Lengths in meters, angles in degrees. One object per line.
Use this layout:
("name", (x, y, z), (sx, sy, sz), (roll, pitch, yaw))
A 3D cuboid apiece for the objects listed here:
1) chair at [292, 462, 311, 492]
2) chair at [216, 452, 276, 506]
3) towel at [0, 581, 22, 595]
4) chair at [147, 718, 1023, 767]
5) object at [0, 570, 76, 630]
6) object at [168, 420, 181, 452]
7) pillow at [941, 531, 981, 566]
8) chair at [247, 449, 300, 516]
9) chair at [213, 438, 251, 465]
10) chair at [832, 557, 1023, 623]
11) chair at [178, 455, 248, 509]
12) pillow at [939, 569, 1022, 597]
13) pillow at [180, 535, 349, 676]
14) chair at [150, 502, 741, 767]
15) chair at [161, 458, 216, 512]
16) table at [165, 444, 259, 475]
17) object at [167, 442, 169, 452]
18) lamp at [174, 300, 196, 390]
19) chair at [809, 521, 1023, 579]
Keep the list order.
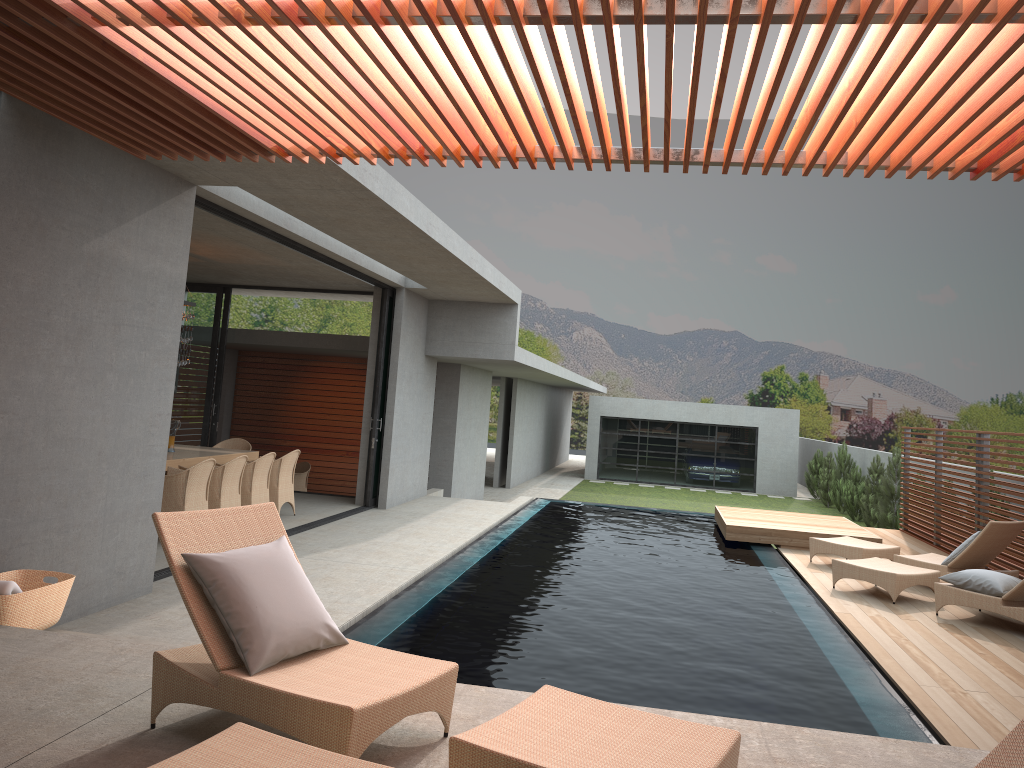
("chair", (-4.076, 1.867, 16.254), (0.617, 0.870, 0.625), (0, -6, 40))
("chair", (-3.187, 1.222, 10.543), (0.630, 0.870, 0.612), (3, -4, 10))
("towel", (-2.906, 1.232, 4.952), (0.369, 0.314, 0.307), (3, -4, 10))
("chair", (0.015, 1.020, 2.081), (2.296, 0.834, 0.695), (3, -4, 25))
("object", (-2.890, 1.293, 5.093), (0.446, 0.303, 0.675), (4, -2, 9))
("object", (-4.178, 0.634, 10.798), (0.192, 0.390, 0.191), (5, -5, -8))
("pillow", (4.961, 1.754, 9.435), (0.606, 0.430, 0.426), (6, -4, -32))
("chair", (-3.066, 1.246, 11.267), (0.630, 0.870, 0.612), (3, -4, 10))
("chair", (-4.026, 1.201, 12.392), (0.618, 0.870, 0.625), (3, -4, 10))
("chair", (4.228, 1.753, 8.438), (0.697, 0.833, 2.290), (6, -3, -30))
("chair", (-3.308, 1.199, 9.819), (0.630, 0.870, 0.612), (3, -4, 10))
("pillow", (4.365, 1.813, 8.125), (0.592, 0.196, 0.593), (5, -2, -34))
("pillow", (-1.027, 0.909, 3.724), (0.427, 0.430, 0.604), (2, -3, 28))
("chair", (-0.358, 1.020, 3.354), (2.296, 0.834, 0.695), (3, -4, 29))
("chair", (-3.429, 1.176, 9.094), (0.630, 0.870, 0.612), (3, -4, 10))
("table", (-4.321, 1.191, 10.355), (1.280, 0.762, 3.237), (4, -1, 10))
("object", (-4.308, 0.614, 10.293), (0.325, 0.389, 0.537), (2, -3, 26))
("lamp", (-4.284, -0.801, 10.708), (0.618, 1.770, 0.614), (3, -5, 10))
("chair", (4.551, 1.808, 10.076), (0.697, 0.833, 2.290), (6, -3, -31))
